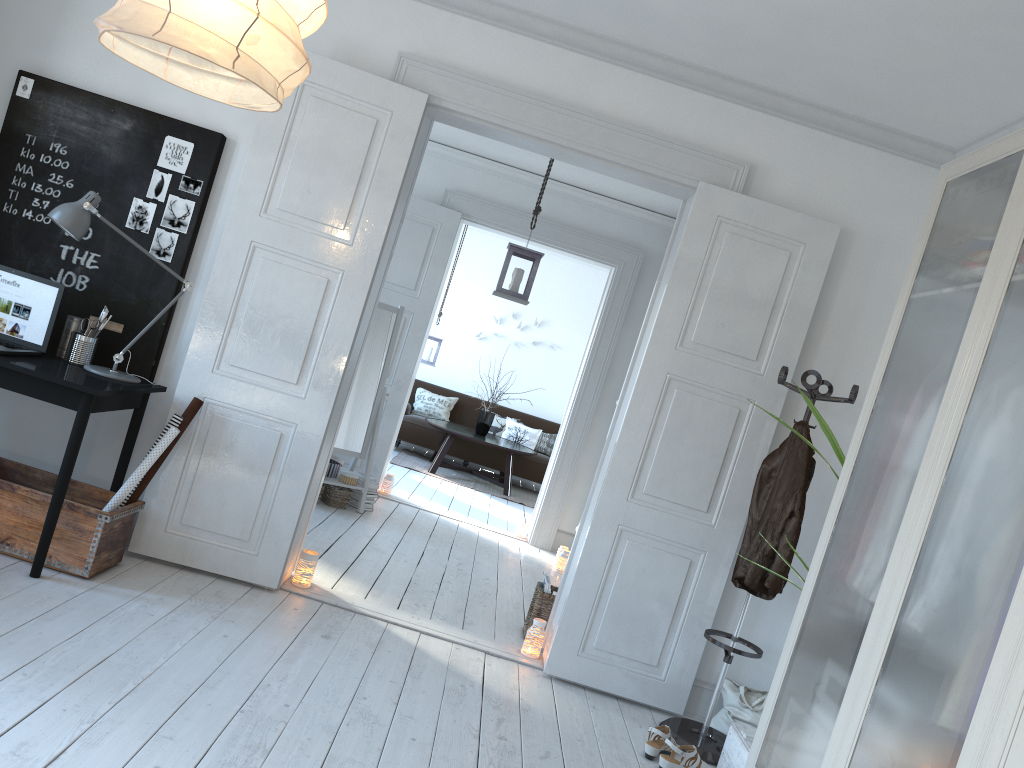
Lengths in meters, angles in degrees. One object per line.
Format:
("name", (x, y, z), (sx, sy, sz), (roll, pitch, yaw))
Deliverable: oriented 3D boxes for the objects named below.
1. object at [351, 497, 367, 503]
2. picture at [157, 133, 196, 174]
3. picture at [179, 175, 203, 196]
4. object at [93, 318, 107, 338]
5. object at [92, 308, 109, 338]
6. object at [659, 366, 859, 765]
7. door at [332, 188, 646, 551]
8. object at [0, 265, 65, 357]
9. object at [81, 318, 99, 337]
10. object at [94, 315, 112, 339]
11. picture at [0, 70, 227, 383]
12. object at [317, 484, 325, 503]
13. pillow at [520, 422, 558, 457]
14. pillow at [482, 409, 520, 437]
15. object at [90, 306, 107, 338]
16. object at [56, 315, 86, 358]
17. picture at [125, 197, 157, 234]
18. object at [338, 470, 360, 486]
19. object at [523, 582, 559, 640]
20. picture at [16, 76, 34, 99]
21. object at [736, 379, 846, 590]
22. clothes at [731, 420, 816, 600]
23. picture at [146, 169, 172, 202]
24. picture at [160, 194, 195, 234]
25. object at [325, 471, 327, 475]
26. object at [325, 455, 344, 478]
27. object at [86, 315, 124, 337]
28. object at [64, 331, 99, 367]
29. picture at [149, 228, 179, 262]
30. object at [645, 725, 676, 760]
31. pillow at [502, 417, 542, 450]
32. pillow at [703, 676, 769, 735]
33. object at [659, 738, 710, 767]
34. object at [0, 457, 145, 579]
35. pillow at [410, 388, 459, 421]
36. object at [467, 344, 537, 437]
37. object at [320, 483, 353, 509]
("object", (-1.116, 0.838, 6.486), (0.156, 0.014, 0.111), (18, 1, 42))
("picture", (-1.500, -1.030, 3.963), (0.147, 0.154, 0.004), (17, 2, -1))
("picture", (-1.437, -0.891, 3.969), (0.095, 0.071, 0.001), (17, 2, -1))
("object", (-1.798, -0.185, 3.791), (0.009, 0.222, 0.083), (18, 2, 29))
("object", (-1.794, -0.207, 3.799), (0.012, 0.264, 0.062), (19, 2, 41))
("object", (1.055, 0.755, 3.772), (0.374, 1.659, 0.374), (18, 2, 7))
("door", (-0.114, -0.106, 7.191), (2.599, 2.506, 0.577), (17, 2, -1))
("object", (-2.100, -0.322, 3.504), (0.445, 0.315, 0.325), (17, 1, -1))
("object", (-1.838, -0.189, 3.796), (0.081, 0.198, 0.050), (18, 2, 24))
("object", (-1.784, -0.191, 3.785), (0.084, 0.240, 0.009), (17, 2, -24))
("picture", (-1.921, -0.704, 4.002), (0.953, 1.173, 0.064), (17, 2, -1))
("object", (-1.434, 0.735, 6.203), (0.185, 0.140, 0.294), (17, 1, -29))
("pillow", (0.291, 0.674, 10.705), (0.542, 0.288, 0.183), (17, 2, 0))
("pillow", (-0.178, 0.524, 10.660), (0.473, 0.348, 0.158), (17, 2, -3))
("object", (-1.797, -0.212, 3.799), (0.008, 0.268, 0.060), (18, 2, 16))
("object", (-1.918, -0.199, 3.855), (0.079, 0.188, 0.078), (17, 2, -22))
("picture", (-1.661, -0.754, 3.971), (0.107, 0.150, 0.001), (17, 2, -1))
("object", (-1.158, 0.664, 6.293), (0.142, 0.074, 0.142), (17, 1, -17))
("object", (0.226, 1.213, 4.613), (0.270, 0.265, 0.223), (17, 1, -1))
("picture", (-2.169, -1.321, 3.950), (0.061, 0.088, 0.004), (17, 2, -4))
("object", (1.048, 0.822, 2.819), (1.041, 1.555, 0.289), (18, 2, 29))
("clothes", (1.111, 0.522, 3.694), (0.236, 0.770, 0.212), (19, 2, 32))
("picture", (-1.580, -0.887, 3.968), (0.083, 0.146, 0.002), (17, 2, -1))
("picture", (-1.496, -0.765, 3.972), (0.121, 0.153, 0.002), (17, 2, -1))
("object", (-1.393, 0.579, 6.153), (0.166, 0.103, 0.154), (17, 1, -36))
("object", (-1.325, 0.568, 6.384), (0.207, 0.159, 0.241), (18, 1, 7))
("object", (-1.783, -0.176, 3.839), (0.138, 0.209, 0.034), (17, 2, -21))
("object", (-1.840, -0.147, 3.786), (0.108, 0.128, 0.108), (18, 1, 14))
("picture", (-1.562, -0.625, 3.977), (0.103, 0.136, 0.001), (17, 2, -1))
("object", (0.602, 1.420, 3.567), (0.099, 0.126, 0.273), (18, 1, 32))
("pillow", (0.104, 0.604, 10.589), (0.471, 0.309, 0.188), (17, 2, 0))
("pillow", (1.078, 1.464, 3.972), (0.317, 0.314, 0.273), (17, 1, 0))
("object", (0.690, 1.450, 3.428), (0.273, 0.126, 0.099), (17, 2, -28))
("object", (-1.924, 0.542, 3.622), (0.665, 0.282, 0.339), (17, 1, -1))
("pillow", (-0.944, 0.270, 10.685), (0.519, 0.367, 0.239), (17, 2, -1))
("object", (-0.072, 0.096, 9.724), (0.847, 1.066, 0.524), (17, 2, -30))
("object", (-1.258, 0.788, 6.313), (0.185, 0.140, 0.294), (17, 1, -29))
